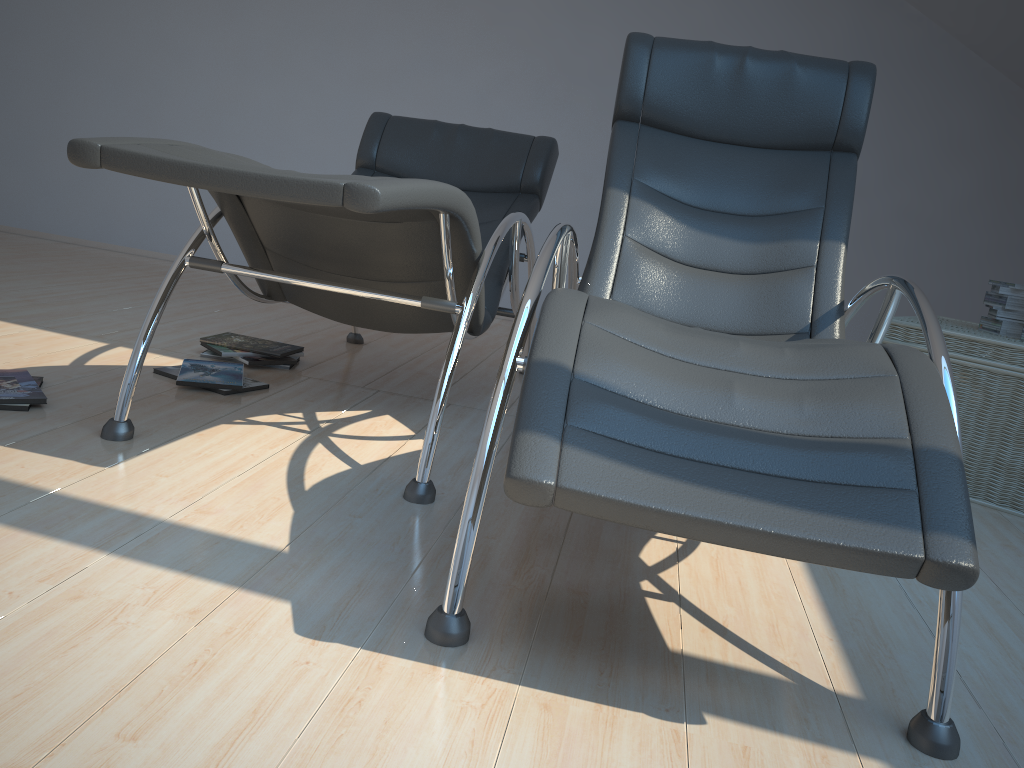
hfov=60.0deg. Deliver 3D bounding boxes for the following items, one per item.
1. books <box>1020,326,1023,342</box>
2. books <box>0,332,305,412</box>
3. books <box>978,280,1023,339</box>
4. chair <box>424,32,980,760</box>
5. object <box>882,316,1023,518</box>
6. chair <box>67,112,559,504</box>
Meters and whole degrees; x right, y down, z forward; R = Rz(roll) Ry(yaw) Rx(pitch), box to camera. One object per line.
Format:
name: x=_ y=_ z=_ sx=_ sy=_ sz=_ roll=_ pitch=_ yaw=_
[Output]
books: x=1.736 y=-0.258 z=2.800 sx=0.149 sy=0.300 sz=0.149 roll=4 pitch=13 yaw=-21
books: x=-0.370 y=0.331 z=1.076 sx=1.045 sy=0.222 sz=4.790 roll=3 pitch=13 yaw=-25
books: x=1.700 y=-0.248 z=3.016 sx=0.162 sy=0.184 sz=0.165 roll=10 pitch=12 yaw=6
chair: x=0.490 y=-0.269 z=2.036 sx=0.836 sy=1.251 sz=1.938 roll=10 pitch=12 yaw=8
object: x=1.680 y=0.092 z=3.035 sx=0.745 sy=0.518 sz=0.744 roll=18 pitch=15 yaw=37
chair: x=-0.399 y=-0.391 z=2.689 sx=0.836 sy=0.953 sz=2.114 roll=10 pitch=12 yaw=8
